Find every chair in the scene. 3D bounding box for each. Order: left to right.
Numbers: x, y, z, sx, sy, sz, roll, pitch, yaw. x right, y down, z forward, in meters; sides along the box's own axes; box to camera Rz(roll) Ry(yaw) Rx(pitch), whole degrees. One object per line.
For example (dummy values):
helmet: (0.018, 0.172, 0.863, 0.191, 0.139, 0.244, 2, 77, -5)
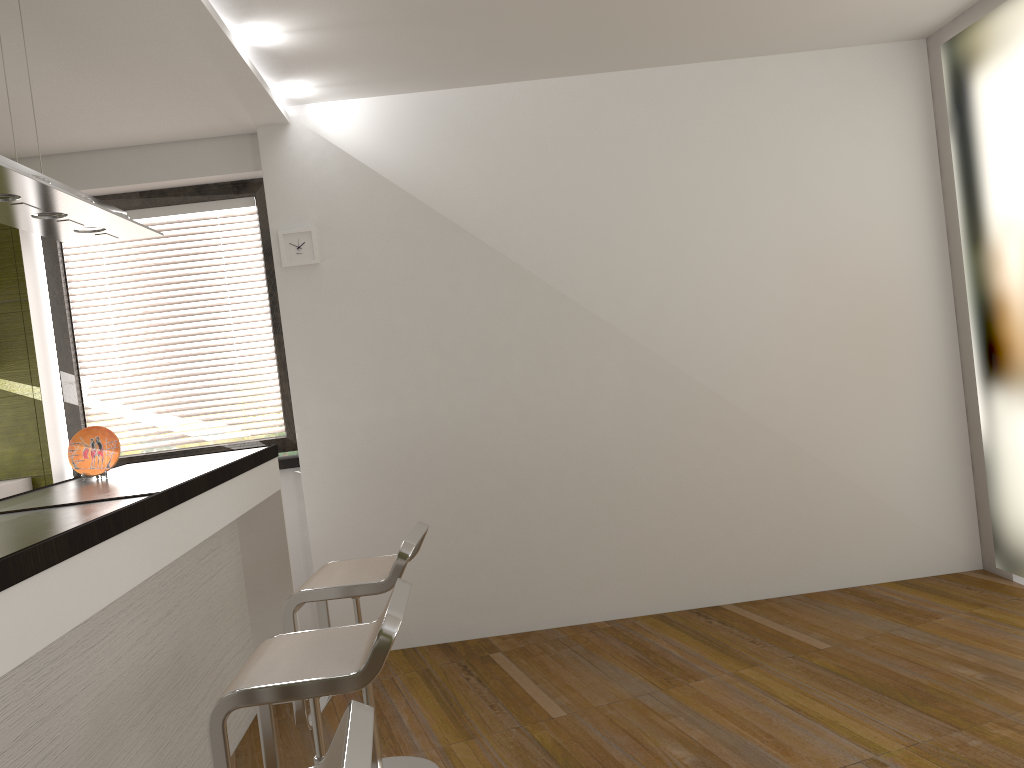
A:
chair: (-0.382, 0.968, 1.283, 0.460, 0.857, 0.418, -7, 2, -8)
chair: (-0.428, 0.950, 2.128, 0.460, 0.857, 0.418, -7, 2, -3)
chair: (-0.475, 0.933, 2.973, 0.460, 0.857, 0.418, -7, 2, 2)

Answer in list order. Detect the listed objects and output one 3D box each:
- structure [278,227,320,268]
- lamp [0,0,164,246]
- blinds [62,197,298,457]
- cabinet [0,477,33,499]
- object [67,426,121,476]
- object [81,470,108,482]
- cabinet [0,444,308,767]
structure: (-1.052, -0.675, 4.379, 0.180, 0.180, 0.026, -7, 2, -3)
lamp: (-1.440, -0.845, 2.414, 0.326, 0.683, 1.677, -7, 2, -3)
blinds: (-5.107, -2.500, 7.405, 9.030, 12.704, 16.000, -6, 2, 37)
cabinet: (-2.491, 1.064, 2.971, 0.465, 1.086, 2.940, -7, 2, -3)
object: (-1.506, 0.241, 3.195, 0.184, 0.178, 0.055, -7, 2, -7)
object: (-1.500, 0.278, 3.195, 0.088, 0.131, 0.072, -7, 2, -8)
cabinet: (-1.213, 0.898, 2.427, 0.663, 1.134, 2.947, -7, 2, -3)
